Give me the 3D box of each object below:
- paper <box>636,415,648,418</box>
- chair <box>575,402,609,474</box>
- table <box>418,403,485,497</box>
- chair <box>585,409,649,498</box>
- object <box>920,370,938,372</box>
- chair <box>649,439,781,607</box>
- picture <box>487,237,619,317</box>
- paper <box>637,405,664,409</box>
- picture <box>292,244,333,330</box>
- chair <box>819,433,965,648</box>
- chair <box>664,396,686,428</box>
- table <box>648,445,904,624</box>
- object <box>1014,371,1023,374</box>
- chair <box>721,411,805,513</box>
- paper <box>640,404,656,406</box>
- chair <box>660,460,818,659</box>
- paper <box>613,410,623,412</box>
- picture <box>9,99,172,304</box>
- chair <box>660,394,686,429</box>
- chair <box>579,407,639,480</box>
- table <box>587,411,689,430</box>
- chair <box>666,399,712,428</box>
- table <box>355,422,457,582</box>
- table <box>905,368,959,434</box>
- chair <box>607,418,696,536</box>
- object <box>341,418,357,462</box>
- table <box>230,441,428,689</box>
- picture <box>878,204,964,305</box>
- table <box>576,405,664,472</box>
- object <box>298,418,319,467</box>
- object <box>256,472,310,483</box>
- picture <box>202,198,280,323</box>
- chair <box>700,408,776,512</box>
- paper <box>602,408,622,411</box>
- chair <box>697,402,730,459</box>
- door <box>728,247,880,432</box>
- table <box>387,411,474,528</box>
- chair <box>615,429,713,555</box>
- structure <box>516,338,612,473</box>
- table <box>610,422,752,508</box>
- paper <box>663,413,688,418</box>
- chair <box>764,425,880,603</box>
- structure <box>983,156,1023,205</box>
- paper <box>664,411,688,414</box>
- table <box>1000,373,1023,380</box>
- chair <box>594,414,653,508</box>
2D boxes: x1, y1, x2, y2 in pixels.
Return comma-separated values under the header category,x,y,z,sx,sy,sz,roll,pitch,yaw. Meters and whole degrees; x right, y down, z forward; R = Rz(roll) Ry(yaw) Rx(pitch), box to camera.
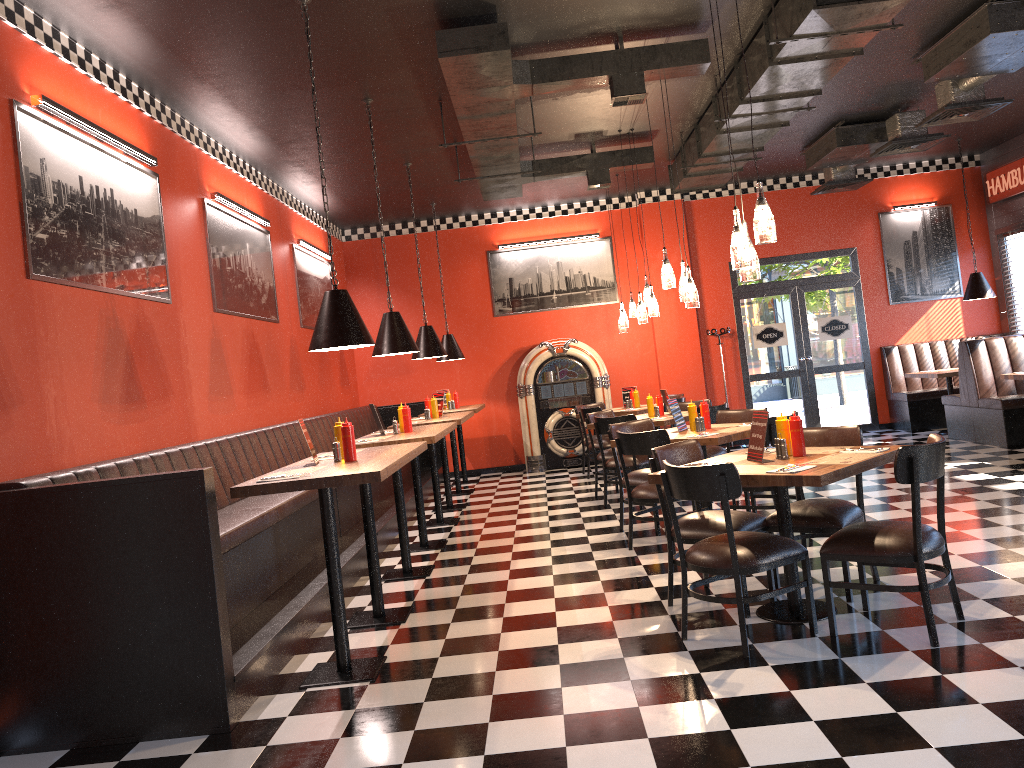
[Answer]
category,x,y,z,sx,sy,sz,roll,pitch,yaw
paper,1.206,0.349,9.108,0.366,0.001,0.260,-7,1,-44
chair,1.127,0.675,11.164,0.487,0.868,0.543,-6,-1,-34
table,-0.680,0.815,11.231,0.695,1.001,1.691,-7,0,2
chair,1.091,0.705,9.176,0.543,0.868,0.487,-7,-2,39
object,5.395,-0.170,11.448,0.157,0.019,0.255,-7,1,2
chair,1.097,0.759,4.920,0.543,0.868,0.487,-8,-2,42
picture,0.576,-1.512,12.517,1.769,0.941,0.023,-7,-2,1
paper,1.675,0.276,10.648,0.366,0.001,0.260,-7,1,-44
picture,-2.367,-1.109,10.738,0.023,0.940,1.769,-7,0,2
chair,1.760,0.693,4.097,0.543,0.868,0.487,-8,-2,41
chair,1.822,0.604,10.510,0.543,0.868,0.487,-7,-1,33
table,1.417,0.774,4.546,0.962,0.775,0.954,-6,0,-43
object,5.251,-0.122,9.053,0.157,0.019,0.255,-6,1,7
chair,1.830,0.656,6.382,0.543,0.868,0.487,-8,-2,44
paper,1.706,0.266,11.112,0.261,0.001,0.364,-7,1,-44
chair,1.047,0.774,4.216,0.545,0.868,0.485,-6,-1,-32
paper,1.230,0.327,10.643,0.261,0.001,0.364,-7,1,-44
picture,-2.519,-1.024,5.460,0.023,0.940,1.769,-7,0,2
chair,1.944,0.580,11.228,0.545,0.868,0.485,-6,-1,-34
chair,1.124,0.683,10.559,0.545,0.868,0.485,-6,-1,-24
table,1.468,0.713,8.848,0.958,0.775,0.957,-6,0,-43
chair,1.837,0.619,9.151,0.485,0.868,0.545,-7,-1,25
table,-0.802,0.884,6.985,0.695,1.001,1.691,-7,0,2
table,6.026,0.160,11.128,1.691,0.775,0.956,-7,0,2
chair,1.111,0.728,7.156,0.487,0.868,0.543,-6,-1,-34
object,-0.882,0.298,4.778,0.068,0.238,0.067,-6,-2,-23
table,-0.863,0.918,4.866,0.695,1.001,1.691,-7,0,2
picture,5.711,-1.807,12.382,1.023,1.303,0.016,-7,-2,1
table,1.500,0.683,10.874,0.958,0.775,0.957,-6,0,-43
object,-1.110,0.314,4.838,0.072,0.257,0.188,-6,-1,-7
object,-1.075,0.439,4.203,0.255,0.019,0.157,-7,1,-2
picture,-2.443,-1.067,8.099,0.023,0.940,1.769,-7,0,2
chair,1.805,0.650,7.096,0.545,0.868,0.485,-6,-2,-43
paper,1.231,0.321,11.107,0.366,0.001,0.260,-7,1,-41
chair,1.810,0.632,8.402,0.487,0.868,0.543,-6,-1,-39
door,4.083,-0.539,12.395,1.800,2.576,0.128,-7,-2,1
table,-0.742,0.849,9.092,0.695,1.001,1.691,-7,0,2
chair,1.084,0.741,6.407,0.545,0.868,0.485,-6,-2,-40
structure,0.730,0.256,12.195,1.294,1.770,0.499,-7,-2,1
table,1.464,0.741,6.707,0.958,0.775,0.957,-6,0,-43
paper,1.675,0.302,8.635,0.366,0.001,0.260,-7,1,-44
chair,1.699,0.690,4.918,0.485,0.868,0.545,-8,-2,41
structure,6.367,-2.578,6.505,0.120,0.439,11.257,-7,1,2
paper,1.668,0.297,9.083,0.364,0.001,0.261,-6,1,45
table,5.957,0.199,8.731,1.691,0.775,0.956,-7,0,2
chair,1.116,0.711,8.462,0.485,0.868,0.545,-8,-2,42
